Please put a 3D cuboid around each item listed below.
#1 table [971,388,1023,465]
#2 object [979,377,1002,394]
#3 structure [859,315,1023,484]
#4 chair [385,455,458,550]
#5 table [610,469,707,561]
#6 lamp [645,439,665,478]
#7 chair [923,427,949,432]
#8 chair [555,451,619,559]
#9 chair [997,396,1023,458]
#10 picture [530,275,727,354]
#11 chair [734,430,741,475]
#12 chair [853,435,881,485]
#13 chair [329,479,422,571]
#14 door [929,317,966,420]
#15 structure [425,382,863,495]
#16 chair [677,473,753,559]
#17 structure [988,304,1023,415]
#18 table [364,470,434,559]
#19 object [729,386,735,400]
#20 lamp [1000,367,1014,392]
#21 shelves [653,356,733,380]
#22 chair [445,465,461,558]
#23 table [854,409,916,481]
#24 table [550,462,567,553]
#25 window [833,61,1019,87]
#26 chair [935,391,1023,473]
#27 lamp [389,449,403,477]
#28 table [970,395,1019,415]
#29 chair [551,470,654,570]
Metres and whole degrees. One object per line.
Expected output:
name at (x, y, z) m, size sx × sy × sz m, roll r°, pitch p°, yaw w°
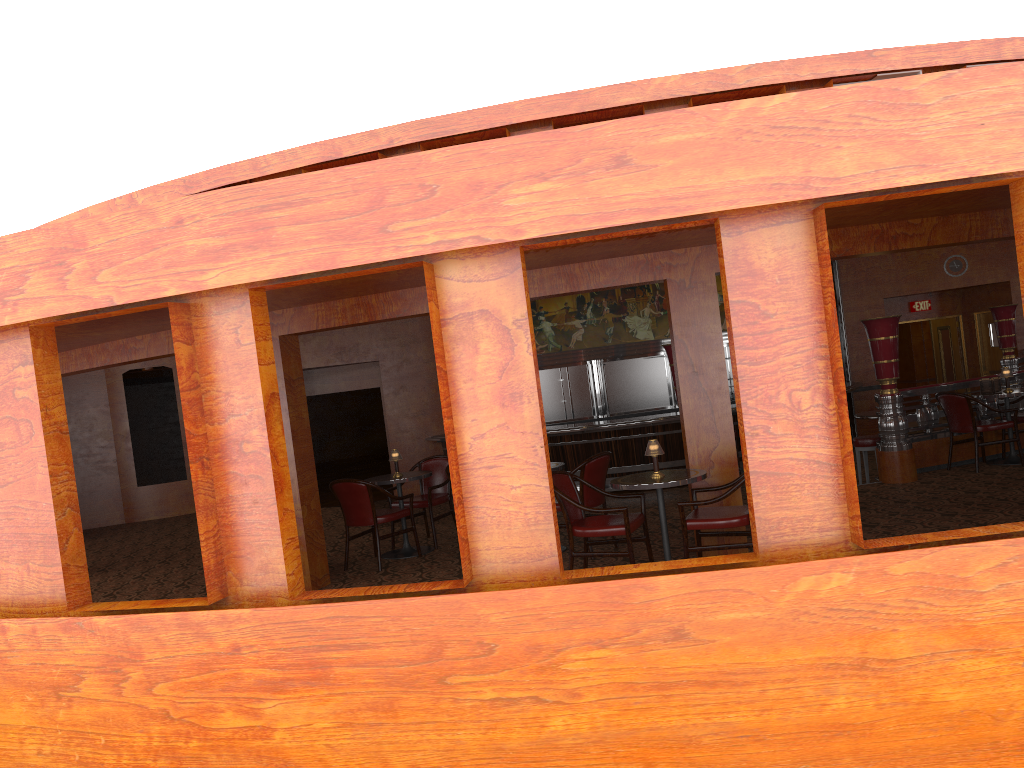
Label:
table at (5.078, 0.433, 9.047) m, size 0.640 × 0.720 × 0.639 m, roll -6°, pitch 1°, yaw 39°
object at (4.876, 0.017, 9.065) m, size 0.195 × 0.156 × 0.169 m, roll -8°, pitch 1°, yaw -44°
structure at (5.328, -0.656, 9.767) m, size 4.350 × 3.606 × 0.549 m, roll -8°, pitch 1°, yaw -29°
chair at (-0.821, 1.131, 8.604) m, size 0.588 × 0.817 × 0.614 m, roll -7°, pitch 1°, yaw 31°
table at (1.018, 0.974, 5.920) m, size 0.640 × 0.720 × 0.639 m, roll -7°, pitch 1°, yaw 26°
lamp at (0.953, 0.494, 5.906) m, size 0.130 × 0.250 × 0.130 m, roll -8°, pitch 1°, yaw -37°
chair at (4.705, 0.860, 9.648) m, size 0.350 × 0.756 × 0.349 m, roll -6°, pitch 2°, yaw 38°
chair at (0.539, 0.973, 7.233) m, size 0.615 × 0.817 × 0.587 m, roll -6°, pitch 1°, yaw 36°
chair at (5.442, 0.338, 9.100) m, size 0.615 × 0.817 × 0.588 m, roll -7°, pitch 1°, yaw -9°
picture at (2.097, -1.397, 15.814) m, size 6.253 × 1.323 × 0.001 m, roll -7°, pitch 1°, yaw -4°
chair at (3.034, 1.043, 12.526) m, size 0.349 × 0.756 × 0.350 m, roll -8°, pitch 1°, yaw -30°
chair at (3.966, 0.952, 9.735) m, size 0.349 × 0.756 × 0.350 m, roll -8°, pitch 2°, yaw -45°
chair at (-1.235, 1.191, 7.807) m, size 0.588 × 0.817 × 0.614 m, roll -7°, pitch 1°, yaw 31°
door at (8.353, -0.297, 16.935) m, size 0.063 × 1.983 × 0.808 m, roll -7°, pitch 1°, yaw -9°
structure at (2.497, 0.947, 14.256) m, size 7.809 × 1.047 × 3.207 m, roll -7°, pitch 1°, yaw -4°
chair at (1.438, 0.874, 5.792) m, size 0.615 × 0.817 × 0.587 m, roll -7°, pitch 1°, yaw 21°
structure at (8.016, -0.235, 13.676) m, size 0.624 × 2.025 × 3.165 m, roll -6°, pitch 1°, yaw 36°
table at (-1.011, 1.208, 8.205) m, size 0.639 × 0.720 × 0.640 m, roll -7°, pitch 1°, yaw -14°
object at (4.387, 0.110, 15.956) m, size 0.951 × 0.245 × 0.396 m, roll -7°, pitch 1°, yaw 0°
lamp at (5.025, -0.048, 8.999) m, size 0.130 × 0.250 × 0.130 m, roll -7°, pitch 1°, yaw 8°
shelves at (3.807, -0.353, 15.979) m, size 2.594 × 0.568 × 0.339 m, roll -7°, pitch 1°, yaw -4°
chair at (-0.214, 1.063, 7.721) m, size 0.615 × 0.817 × 0.587 m, roll -6°, pitch 1°, yaw 36°
table at (4.426, 0.787, 10.161) m, size 0.849 × 0.960 × 0.849 m, roll -7°, pitch 1°, yaw -1°
table at (0.171, 1.066, 7.489) m, size 0.640 × 0.720 × 0.639 m, roll -7°, pitch 1°, yaw 23°
window at (7.654, -2.634, 9.175) m, size 11.936 × 0.480 × 1.958 m, roll -8°, pitch 1°, yaw -36°
chair at (4.642, 0.441, 8.891) m, size 0.615 × 0.817 × 0.588 m, roll -7°, pitch 1°, yaw -14°
lamp at (-1.070, 0.726, 8.189) m, size 0.130 × 0.250 × 0.130 m, roll -7°, pitch 1°, yaw 4°
table at (5.607, 0.635, 10.579) m, size 0.849 × 0.960 × 0.850 m, roll -8°, pitch 1°, yaw -24°
chair at (0.586, 0.979, 6.068) m, size 0.615 × 0.817 × 0.587 m, roll -7°, pitch 1°, yaw 21°
